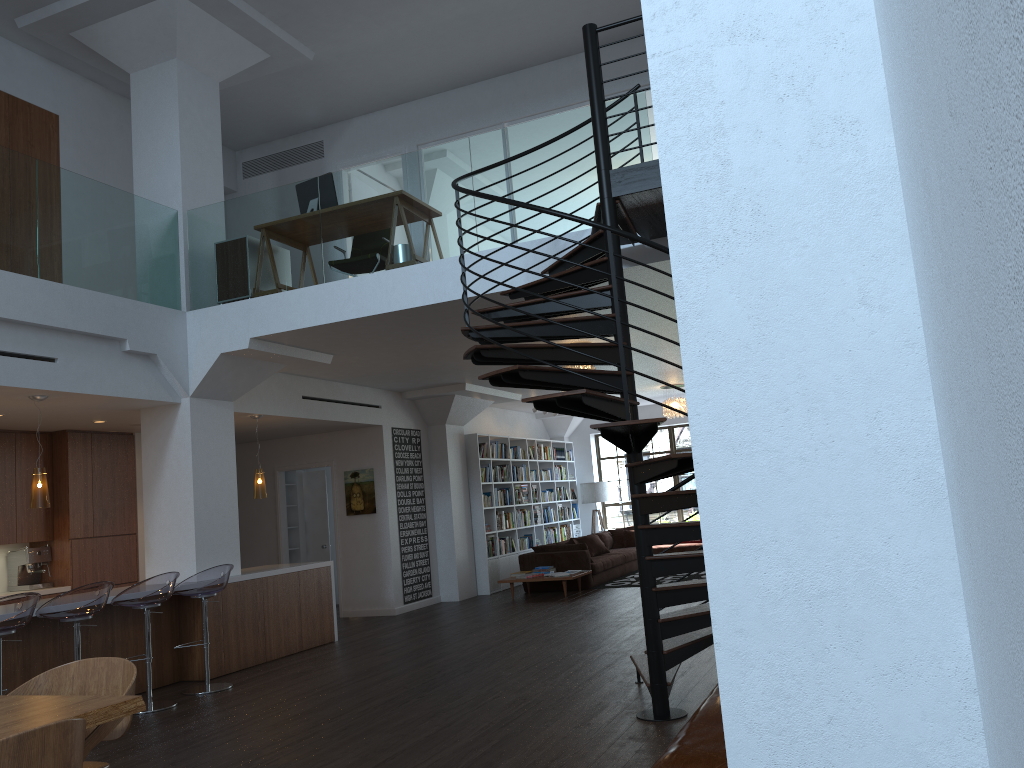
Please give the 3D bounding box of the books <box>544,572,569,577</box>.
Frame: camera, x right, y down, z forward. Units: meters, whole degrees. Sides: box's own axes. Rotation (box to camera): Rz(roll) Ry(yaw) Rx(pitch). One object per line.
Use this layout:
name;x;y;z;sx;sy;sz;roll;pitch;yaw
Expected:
books;0.615;2.630;12.252;0.231;0.040;0.342;-1;-9;-28

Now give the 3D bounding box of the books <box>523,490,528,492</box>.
books;0.153;1.831;15.162;0.161;0.033;0.223;-8;-8;22

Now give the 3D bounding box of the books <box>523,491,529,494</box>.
books;0.160;1.866;15.149;0.183;0.042;0.253;-8;-8;22

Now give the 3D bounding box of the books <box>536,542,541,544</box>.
books;0.351;2.773;15.433;0.284;0.033;0.197;-6;-8;7

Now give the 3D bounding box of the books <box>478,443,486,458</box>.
books;-0.487;1.044;13.813;0.159;0.248;0.089;-8;-8;22

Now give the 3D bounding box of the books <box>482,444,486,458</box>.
books;-0.490;1.053;13.780;0.161;0.222;0.084;-8;-8;22

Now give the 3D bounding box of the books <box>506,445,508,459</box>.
books;-0.158;1.130;14.595;0.167;0.233;0.077;-8;-8;22

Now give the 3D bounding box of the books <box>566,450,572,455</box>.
books;1.118;1.421;17.583;0.140;0.231;0.042;-8;-8;22

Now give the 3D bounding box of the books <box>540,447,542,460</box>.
books;0.453;1.265;16.045;0.171;0.246;0.057;-8;-8;22

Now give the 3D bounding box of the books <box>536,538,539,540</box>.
books;0.346;2.713;15.442;0.204;0.025;0.144;-8;-8;22

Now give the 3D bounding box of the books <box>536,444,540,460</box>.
books;0.415;1.224;15.916;0.140;0.298;0.044;-8;-8;22

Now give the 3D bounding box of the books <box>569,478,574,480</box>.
books;1.051;1.872;17.366;0.197;0.035;0.284;1;-10;-37

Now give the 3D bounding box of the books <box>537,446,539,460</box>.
books;0.381;1.247;15.873;0.189;0.247;0.057;-8;-8;22

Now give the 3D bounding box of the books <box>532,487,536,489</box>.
books;0.293;1.817;15.476;0.223;0.031;0.161;-8;-8;22

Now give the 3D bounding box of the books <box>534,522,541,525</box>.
books;0.366;2.440;15.491;0.246;0.038;0.171;-8;-8;22

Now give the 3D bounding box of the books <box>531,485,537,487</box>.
books;0.293;1.789;15.488;0.224;0.030;0.161;-10;-9;32

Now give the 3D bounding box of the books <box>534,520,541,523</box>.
books;0.362;2.404;15.500;0.251;0.037;0.160;-9;-9;27

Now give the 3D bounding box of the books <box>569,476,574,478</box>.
books;1.048;1.838;17.371;0.284;0.033;0.197;-11;-10;37

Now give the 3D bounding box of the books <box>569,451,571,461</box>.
books;1.090;1.431;17.506;0.136;0.196;0.045;-8;-8;22

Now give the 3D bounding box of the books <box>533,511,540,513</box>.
books;0.363;2.249;15.524;0.223;0.032;0.161;-8;-8;22

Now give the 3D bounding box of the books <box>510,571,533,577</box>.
books;0.155;2.743;12.818;0.241;0.045;0.334;-8;-8;23

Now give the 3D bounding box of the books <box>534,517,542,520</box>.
books;0.364;2.369;15.529;0.259;0.040;0.180;-8;-8;22

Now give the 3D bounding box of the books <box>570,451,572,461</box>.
books;1.108;1.437;17.542;0.139;0.191;0.036;-8;-8;22

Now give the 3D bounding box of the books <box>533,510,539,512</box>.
books;0.377;2.217;15.506;0.161;0.026;0.223;-7;-8;12

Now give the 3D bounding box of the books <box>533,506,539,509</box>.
books;0.361;2.162;15.519;0.185;0.041;0.129;-11;-10;36

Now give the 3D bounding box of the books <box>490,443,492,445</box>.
books;-0.393;1.069;14.036;0.159;0.248;0.089;-8;-8;22

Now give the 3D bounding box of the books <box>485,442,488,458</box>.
books;-0.469;1.046;13.853;0.170;0.251;0.118;-8;-8;22

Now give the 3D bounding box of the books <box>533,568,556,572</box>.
books;0.464;2.676;12.763;0.279;0.035;0.191;-10;-9;32

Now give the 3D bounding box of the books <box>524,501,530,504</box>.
books;0.178;2.028;15.122;0.171;0.039;0.246;-8;-8;22

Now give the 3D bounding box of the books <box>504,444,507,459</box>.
books;-0.178;1.112;14.529;0.182;0.255;0.077;-8;-8;22

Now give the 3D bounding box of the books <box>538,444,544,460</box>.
books;0.481;1.251;16.125;0.176;0.290;0.053;-8;-8;22

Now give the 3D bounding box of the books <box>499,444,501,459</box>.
books;-0.261;1.096;14.324;0.159;0.248;0.089;-8;-8;22

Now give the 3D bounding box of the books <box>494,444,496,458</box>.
books;-0.350;1.079;14.122;0.174;0.242;0.105;-8;-8;22

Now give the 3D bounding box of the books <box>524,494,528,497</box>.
books;0.158;1.909;15.150;0.168;0.045;0.231;-7;-8;17

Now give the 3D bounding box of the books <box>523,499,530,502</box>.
books;0.171;1.989;15.126;0.160;0.039;0.251;-9;-9;27

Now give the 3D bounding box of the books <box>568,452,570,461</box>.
books;1.065;1.433;17.434;0.128;0.178;0.021;-8;-8;22

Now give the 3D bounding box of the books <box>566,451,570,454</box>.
books;1.076;1.427;17.476;0.127;0.200;0.020;-8;-8;22

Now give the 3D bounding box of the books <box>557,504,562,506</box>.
books;0.798;2.265;16.557;0.224;0.030;0.161;-10;-9;32

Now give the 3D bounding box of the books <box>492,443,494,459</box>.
books;-0.375;1.071;14.075;0.170;0.251;0.118;-8;-8;22

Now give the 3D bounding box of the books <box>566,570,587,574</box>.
books;0.891;2.641;12.509;0.350;0.035;0.256;2;-10;-42

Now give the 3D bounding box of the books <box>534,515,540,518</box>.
books;0.368;2.324;15.516;0.231;0.044;0.168;-7;-8;17

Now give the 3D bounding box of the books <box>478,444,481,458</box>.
books;-0.565;1.044;13.664;0.182;0.226;0.173;-8;-8;22

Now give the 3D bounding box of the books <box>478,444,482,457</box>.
books;-0.565;1.041;13.606;0.182;0.215;0.188;-8;-8;22

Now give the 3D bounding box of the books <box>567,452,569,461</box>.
books;1.040;1.429;17.389;0.128;0.178;0.022;-8;-8;22

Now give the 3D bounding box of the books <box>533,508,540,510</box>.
books;0.369;2.194;15.520;0.208;0.024;0.144;-9;-9;27

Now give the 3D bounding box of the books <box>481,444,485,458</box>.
books;-0.505;1.053;13.749;0.161;0.218;0.101;-8;-8;22

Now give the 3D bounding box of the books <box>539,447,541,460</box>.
books;0.432;1.263;16.003;0.159;0.241;0.038;-8;-8;22

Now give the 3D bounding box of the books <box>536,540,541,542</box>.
books;0.345;2.741;15.441;0.254;0.032;0.174;-9;-9;27

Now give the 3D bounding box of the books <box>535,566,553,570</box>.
books;0.465;2.645;12.764;0.224;0.027;0.157;-9;-9;27

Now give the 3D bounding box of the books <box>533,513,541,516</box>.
books;0.357;2.283;15.516;0.253;0.040;0.183;-8;-8;22

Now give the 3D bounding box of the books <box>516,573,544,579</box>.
books;0.250;2.685;12.411;0.340;0.035;0.236;2;-10;-42

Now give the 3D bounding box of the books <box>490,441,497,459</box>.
books;-0.324;1.064;14.208;0.176;0.293;0.125;-8;-8;22

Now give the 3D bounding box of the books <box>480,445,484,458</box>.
books;-0.538;1.053;13.692;0.167;0.210;0.162;-8;-8;22

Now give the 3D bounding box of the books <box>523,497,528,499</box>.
books;0.144;1.953;15.137;0.180;0.042;0.259;-8;-8;22

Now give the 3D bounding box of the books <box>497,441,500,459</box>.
books;-0.303;1.071;14.267;0.197;0.290;0.136;-8;-8;22

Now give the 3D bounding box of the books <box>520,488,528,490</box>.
books;0.147;1.807;15.193;0.223;0.027;0.161;-7;-8;12

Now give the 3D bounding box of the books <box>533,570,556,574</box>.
books;0.470;2.711;12.753;0.312;0.037;0.216;-7;-8;12

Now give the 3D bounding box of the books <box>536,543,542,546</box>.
books;0.354;2.807;15.428;0.284;0.035;0.197;-8;-8;22
